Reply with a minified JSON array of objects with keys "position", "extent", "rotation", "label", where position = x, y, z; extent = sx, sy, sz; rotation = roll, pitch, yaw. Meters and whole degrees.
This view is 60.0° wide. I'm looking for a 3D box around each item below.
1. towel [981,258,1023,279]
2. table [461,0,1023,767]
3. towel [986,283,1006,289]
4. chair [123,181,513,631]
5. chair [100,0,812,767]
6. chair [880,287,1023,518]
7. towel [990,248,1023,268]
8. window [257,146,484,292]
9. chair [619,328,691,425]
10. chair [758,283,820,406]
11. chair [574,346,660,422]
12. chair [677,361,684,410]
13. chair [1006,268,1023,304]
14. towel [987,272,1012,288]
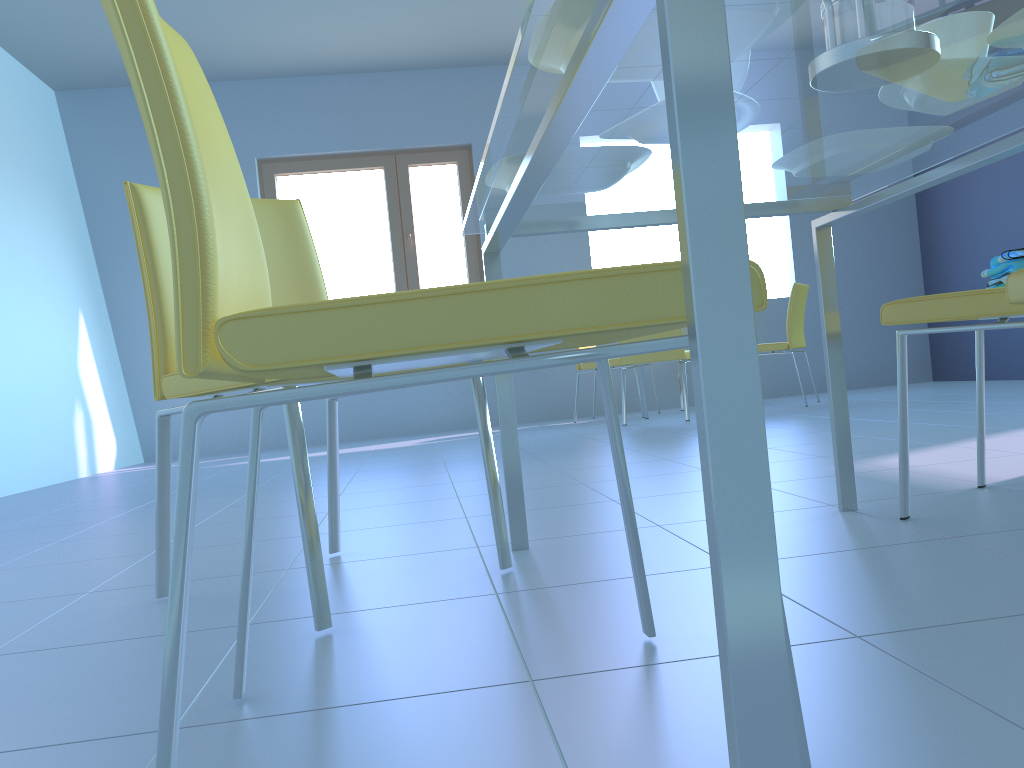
[{"position":[0.919,-0.200,1.495],"extent":[0.195,0.027,0.192],"rotation":[-5,0,15],"label":"towel"},{"position":[0.361,-0.027,1.071],"extent":[0.730,0.590,1.173],"rotation":[-6,0,-6],"label":"table"},{"position":[0.924,-0.172,1.497],"extent":[0.195,0.024,0.201],"rotation":[-5,0,13],"label":"towel"},{"position":[-0.338,-0.019,1.461],"extent":[0.484,0.695,0.387],"rotation":[-5,0,42],"label":"chair"},{"position":[-0.083,-0.041,0.791],"extent":[0.484,0.695,0.387],"rotation":[-6,0,-9],"label":"chair"},{"position":[0.941,-0.143,1.489],"extent":[0.387,0.695,0.484],"rotation":[-6,0,-43],"label":"chair"},{"position":[0.918,-0.216,1.492],"extent":[0.195,0.033,0.190],"rotation":[-5,0,20],"label":"towel"},{"position":[-0.955,-0.975,6.148],"extent":[1.475,1.263,0.142],"rotation":[-6,0,-6],"label":"window"},{"position":[0.834,-0.147,4.997],"extent":[0.387,0.695,0.484],"rotation":[-5,0,25],"label":"chair"},{"position":[1.525,-0.214,5.248],"extent":[0.484,0.699,0.387],"rotation":[-5,0,30],"label":"chair"},{"position":[0.635,-0.131,5.700],"extent":[0.484,0.695,0.387],"rotation":[-5,0,25],"label":"chair"},{"position":[1.359,-0.202,5.941],"extent":[0.387,0.695,0.484],"rotation":[-5,0,30],"label":"chair"},{"position":[0.833,-0.130,0.866],"extent":[0.484,0.695,0.387],"rotation":[-6,0,-4],"label":"chair"},{"position":[0.917,-0.185,1.495],"extent":[0.195,0.024,0.201],"rotation":[-5,0,19],"label":"towel"}]
